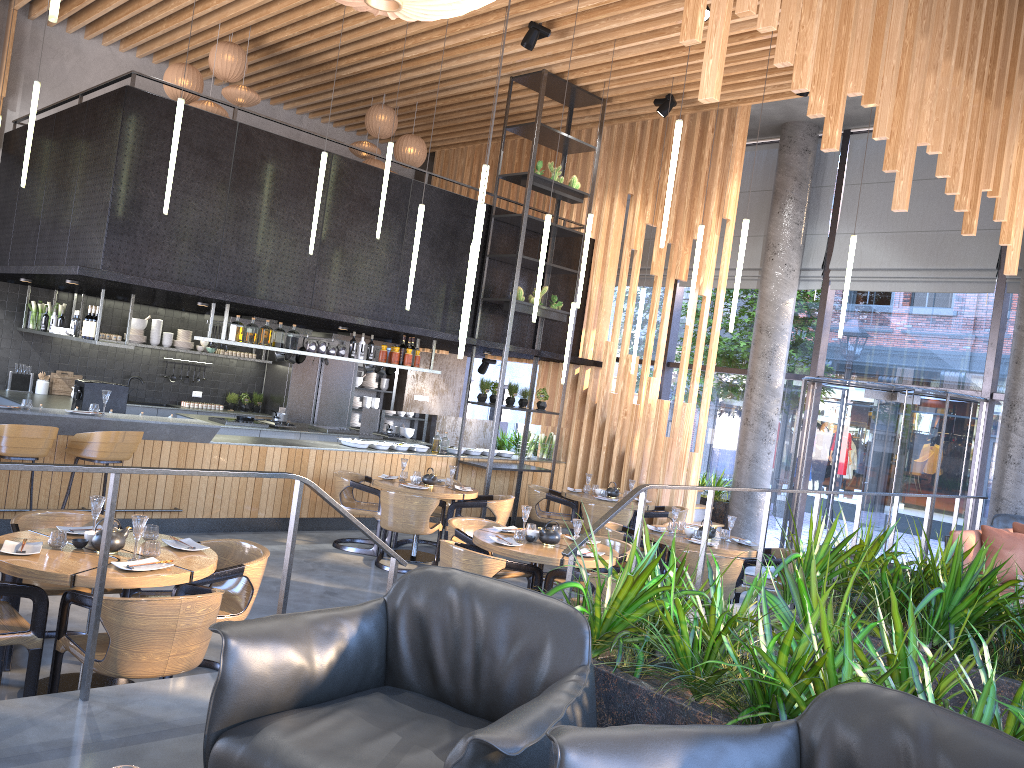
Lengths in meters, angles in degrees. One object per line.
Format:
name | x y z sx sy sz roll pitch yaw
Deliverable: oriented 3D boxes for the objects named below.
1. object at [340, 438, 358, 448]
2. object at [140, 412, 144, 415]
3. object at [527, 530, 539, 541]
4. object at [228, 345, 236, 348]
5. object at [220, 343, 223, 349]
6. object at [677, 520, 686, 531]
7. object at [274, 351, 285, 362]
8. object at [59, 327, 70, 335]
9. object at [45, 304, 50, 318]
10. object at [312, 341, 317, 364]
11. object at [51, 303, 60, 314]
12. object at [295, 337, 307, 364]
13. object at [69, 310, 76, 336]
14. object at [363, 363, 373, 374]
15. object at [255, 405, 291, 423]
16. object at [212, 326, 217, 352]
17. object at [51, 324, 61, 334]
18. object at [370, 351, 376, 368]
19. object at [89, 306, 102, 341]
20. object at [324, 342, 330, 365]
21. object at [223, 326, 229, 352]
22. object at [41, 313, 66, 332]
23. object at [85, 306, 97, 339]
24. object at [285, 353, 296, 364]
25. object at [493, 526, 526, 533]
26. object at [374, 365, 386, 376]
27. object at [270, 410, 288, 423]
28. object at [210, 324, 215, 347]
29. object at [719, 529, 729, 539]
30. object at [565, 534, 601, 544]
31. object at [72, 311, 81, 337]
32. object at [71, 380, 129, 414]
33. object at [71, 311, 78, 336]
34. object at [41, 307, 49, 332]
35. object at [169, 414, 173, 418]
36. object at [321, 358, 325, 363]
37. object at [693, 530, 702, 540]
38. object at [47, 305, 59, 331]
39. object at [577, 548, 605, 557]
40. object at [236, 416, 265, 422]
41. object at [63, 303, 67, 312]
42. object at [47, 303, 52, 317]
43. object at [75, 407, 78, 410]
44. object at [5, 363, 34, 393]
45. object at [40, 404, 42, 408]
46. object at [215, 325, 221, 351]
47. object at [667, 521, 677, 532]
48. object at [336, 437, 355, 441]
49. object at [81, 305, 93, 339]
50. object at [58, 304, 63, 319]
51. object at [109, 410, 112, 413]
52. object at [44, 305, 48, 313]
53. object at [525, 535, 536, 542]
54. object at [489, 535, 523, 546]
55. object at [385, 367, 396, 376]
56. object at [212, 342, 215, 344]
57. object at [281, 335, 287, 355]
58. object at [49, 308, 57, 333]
object | -1.853 0.693 10.380 0.268 0.074 0.402 8 0 -44
object | -3.637 0.375 8.672 0.048 0.203 0.096 8 0 1
object | 0.165 1.144 6.685 0.116 0.065 0.116 8 0 8
object | -3.486 -0.585 11.123 0.103 0.280 0.103 8 0 -13
object | -3.673 -0.598 11.263 0.038 0.306 0.062 8 0 -44
object | 1.598 1.335 8.364 0.086 0.086 0.086 8 0 -13
object | -3.209 -0.496 12.273 0.161 0.386 0.200 8 0 -20
object | -5.363 -0.645 10.674 0.172 0.110 0.159 8 0 29
object | -5.958 -0.853 11.437 0.169 0.349 0.056 8 0 -31
object | -2.762 -0.440 12.436 0.024 0.363 0.033 8 0 -44
object | -5.862 -0.856 11.354 0.113 0.381 0.056 8 0 -12
object | -2.802 -0.449 11.840 0.070 0.372 0.243 8 0 -44
object | -5.145 -0.712 10.427 0.073 0.305 0.072 8 0 -12
object | -2.149 -0.346 13.304 0.161 0.386 0.200 8 0 -20
object | -3.351 0.401 12.470 0.400 0.232 0.290 8 0 -44
object | -3.822 -0.590 11.405 0.024 0.363 0.033 8 0 -44
object | -5.536 -0.669 10.819 0.159 0.110 0.172 8 0 -39
object | -2.051 -0.381 13.170 0.103 0.280 0.103 8 0 32
object | -4.568 -0.668 9.752 0.100 0.378 0.101 8 0 39
object | -2.538 -0.423 12.210 0.031 0.336 0.104 8 0 -45
object | -3.599 -0.572 11.178 0.031 0.336 0.104 8 0 -45
object | -5.886 -0.778 11.383 0.234 0.231 0.248 8 0 -16
object | -4.657 -0.681 9.846 0.100 0.378 0.101 8 0 40
object | -2.966 -0.461 12.023 0.166 0.387 0.200 8 0 -40
object | 0.006 1.142 6.947 0.170 0.025 0.294 8 0 43
object | -1.906 -0.311 13.055 0.166 0.387 0.200 8 0 -40
object | -3.142 0.421 11.793 0.200 0.154 0.348 8 0 37
object | -3.873 -0.630 11.452 0.032 0.298 0.035 8 0 -2
object | 1.955 1.385 8.174 0.086 0.086 0.086 8 0 -6
object | 0.529 1.215 6.937 0.294 0.025 0.170 8 0 43
object | -5.000 -0.692 10.197 0.073 0.305 0.072 8 0 0
object | -4.588 0.169 9.790 0.562 0.400 0.322 8 0 -44
object | -5.069 -0.701 10.313 0.073 0.305 0.072 8 0 -36
object | -5.864 -0.811 11.152 0.072 0.305 0.073 8 0 43
object | -3.441 0.403 8.891 0.100 0.203 0.040 8 0 17
object | -2.613 -0.448 12.295 0.038 0.306 0.062 8 0 -44
object | 1.642 1.341 7.842 0.086 0.086 0.086 8 0 -35
object | -5.856 -0.838 11.300 0.118 0.345 0.055 8 0 -10
object | 0.557 1.218 6.389 0.170 0.025 0.294 8 0 31
object | -3.466 0.460 11.678 0.351 0.061 0.232 8 0 25
object | -5.825 -0.853 11.478 0.084 0.386 0.046 8 0 27
object | -5.919 -0.852 11.396 0.141 0.356 0.057 8 0 -29
object | -4.075 0.313 8.274 0.077 0.203 0.029 8 0 36
object | -6.449 -0.079 11.649 0.322 0.371 0.067 8 0 -44
object | -4.292 0.282 8.067 0.042 0.203 0.076 8 0 -11
object | -3.752 -0.593 11.333 0.024 0.337 0.068 8 0 -44
object | 1.482 1.319 8.188 0.086 0.086 0.086 8 0 32
object | -1.957 0.640 10.432 0.252 0.026 0.048 8 0 23
object | -4.745 -0.693 9.937 0.100 0.378 0.101 8 0 40
object | -5.773 -0.836 11.322 0.047 0.365 0.105 8 0 -8
object | -3.837 0.347 8.467 0.038 0.203 0.057 8 0 -19
object | -5.941 -0.841 11.314 0.054 0.330 0.220 8 0 -12
object | 0.134 1.151 6.579 0.080 0.042 0.080 8 0 -20
object | -0.058 1.132 6.392 0.170 0.025 0.294 8 0 -25
object | -1.742 -0.299 12.871 0.070 0.372 0.243 8 0 -44
object | -3.887 -0.652 11.537 0.074 0.256 0.074 8 0 1
object | -3.111 -0.531 12.138 0.103 0.280 0.103 8 0 32
object | -5.737 -0.794 11.103 0.072 0.305 0.073 8 0 19
